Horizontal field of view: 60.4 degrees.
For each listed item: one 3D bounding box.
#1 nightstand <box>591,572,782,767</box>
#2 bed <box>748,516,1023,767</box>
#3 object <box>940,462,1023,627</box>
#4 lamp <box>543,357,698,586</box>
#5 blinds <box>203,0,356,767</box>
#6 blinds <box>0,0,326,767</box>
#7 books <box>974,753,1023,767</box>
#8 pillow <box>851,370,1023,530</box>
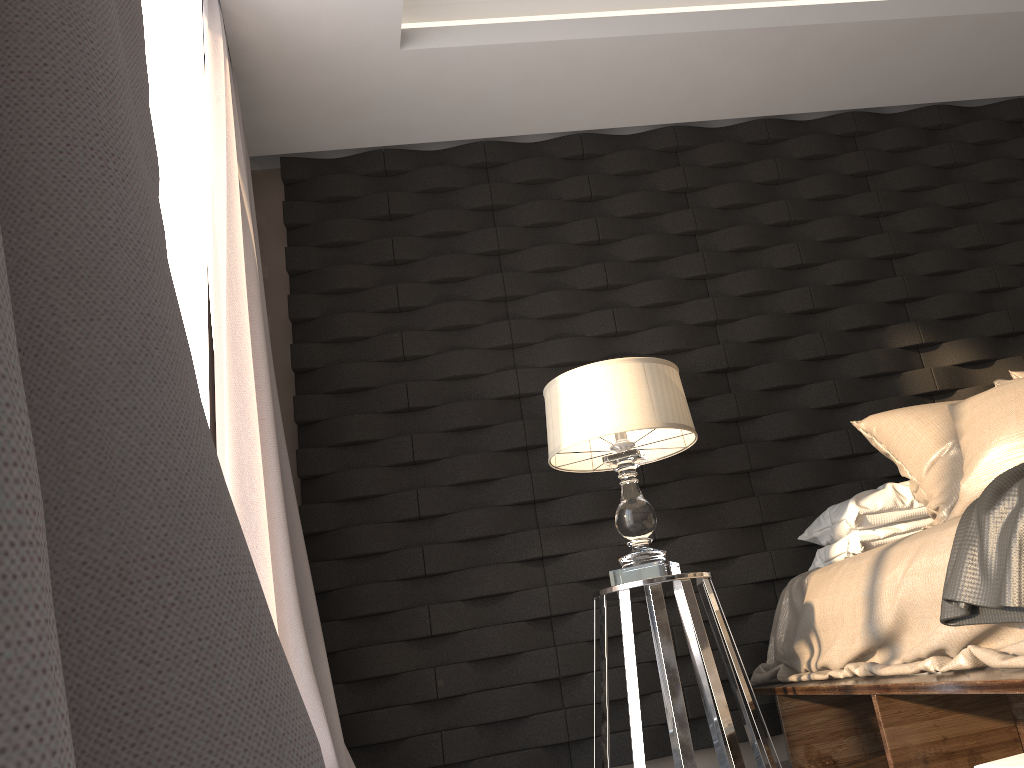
[{"bbox_3d":[0.449,0.867,2.473,0.546,0.602,0.557,-11,-19,6],"label":"nightstand"},{"bbox_3d":[1.867,0.455,2.056,2.321,0.622,2.272,-8,-19,-6],"label":"bed"},{"bbox_3d":[1.843,0.138,1.688,2.083,0.321,0.611,-7,-19,-9],"label":"object"},{"bbox_3d":[0.354,0.291,2.673,0.447,0.629,0.485,-18,-21,25],"label":"lamp"},{"bbox_3d":[-0.697,0.045,2.662,0.349,2.634,0.977,-4,-19,-12],"label":"blinds"},{"bbox_3d":[-0.274,-0.804,0.460,0.367,2.635,1.026,-4,-19,-11],"label":"blinds"},{"bbox_3d":[0.946,0.654,1.508,0.181,0.023,0.241,-3,-20,-18],"label":"books"},{"bbox_3d":[1.755,0.069,2.595,1.272,0.517,0.892,-8,-19,-5],"label":"pillow"}]
